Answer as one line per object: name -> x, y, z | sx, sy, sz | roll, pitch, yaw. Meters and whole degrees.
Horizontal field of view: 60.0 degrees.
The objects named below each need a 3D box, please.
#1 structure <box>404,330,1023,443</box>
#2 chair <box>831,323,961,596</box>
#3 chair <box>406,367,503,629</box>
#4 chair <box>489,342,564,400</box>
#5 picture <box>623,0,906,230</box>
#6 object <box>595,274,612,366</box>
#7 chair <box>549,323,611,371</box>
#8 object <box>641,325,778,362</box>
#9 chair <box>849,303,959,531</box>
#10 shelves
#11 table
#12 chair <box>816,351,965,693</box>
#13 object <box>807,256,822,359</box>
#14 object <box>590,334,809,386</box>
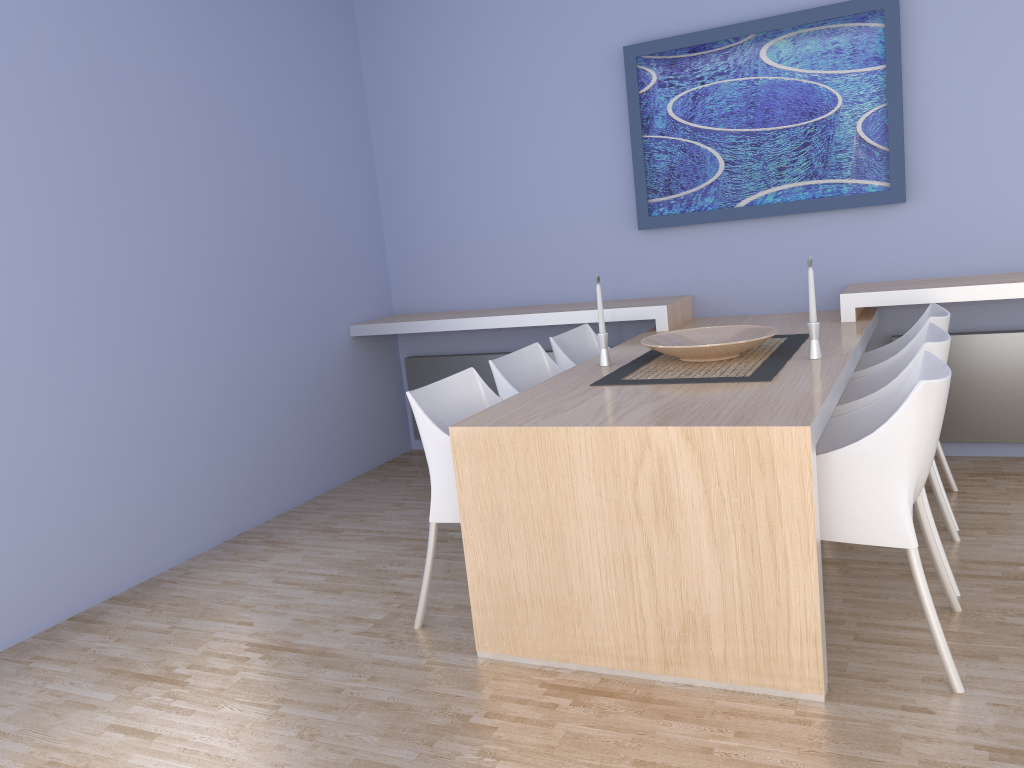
structure -> 1.115, 0.042, 4.515 | 3.843, 0.503, 0.064 | -1, 11, 26
chair -> 1.238, 0.223, 3.002 | 0.486, 0.793, 0.510 | -1, 11, 27
chair -> -0.046, 0.366, 2.990 | 0.486, 0.793, 0.510 | -1, 11, 27
chair -> 0.202, 0.253, 3.495 | 0.486, 0.793, 0.510 | -1, 11, 27
picture -> 1.167, -1.246, 4.202 | 1.252, 0.901, 0.049 | -1, 11, 26
object -> 0.336, -0.242, 3.338 | 0.045, 0.349, 0.045 | -10, 10, -21
chair -> 0.451, 0.140, 4.000 | 0.486, 0.793, 0.510 | -1, 11, 27
object -> 0.727, -0.140, 3.272 | 0.493, 0.081, 0.493 | 3, 14, 45
chair -> 1.492, 0.107, 3.519 | 0.486, 0.793, 0.510 | -1, 11, 27
shelves -> 0.968, -0.005, 4.372 | 3.901, 0.840, 0.463 | -1, 11, 26
table -> 0.810, 0.234, 3.433 | 1.002, 0.718, 2.340 | -1, 11, 26
chair -> 0.980, 0.340, 2.478 | 0.486, 0.793, 0.510 | -1, 11, 26
object -> 1.016, -0.260, 2.999 | 0.045, 0.349, 0.045 | -1, 11, 26
object -> 0.733, -0.099, 3.275 | 0.594, 0.005, 0.986 | -2, 11, 26
